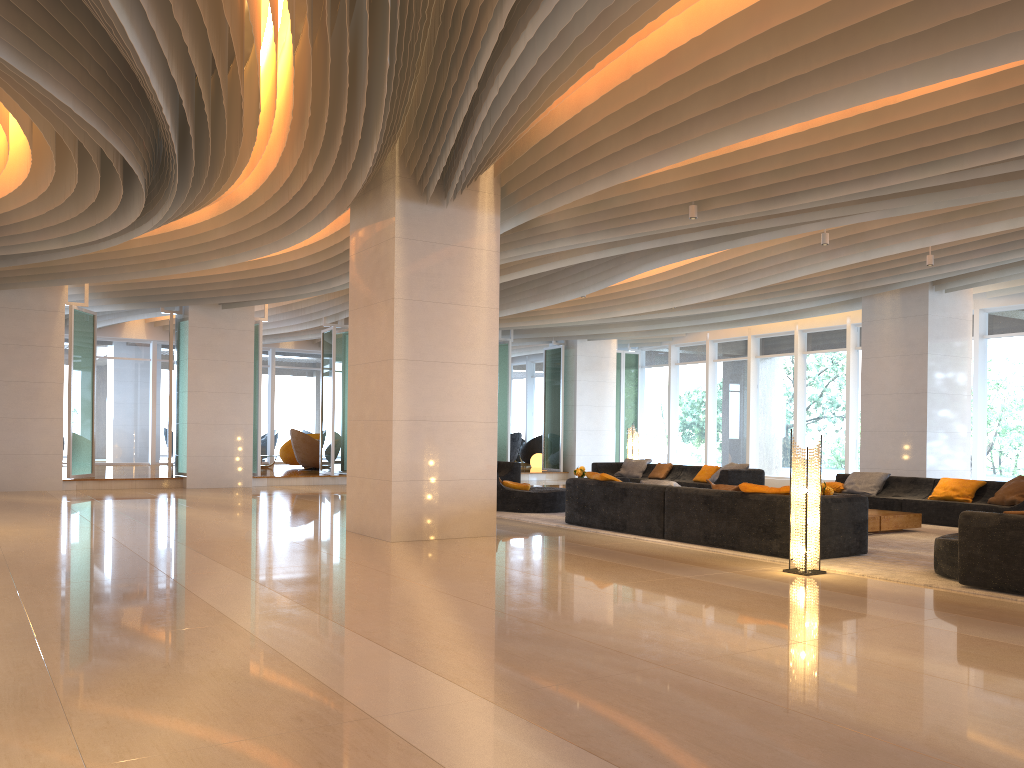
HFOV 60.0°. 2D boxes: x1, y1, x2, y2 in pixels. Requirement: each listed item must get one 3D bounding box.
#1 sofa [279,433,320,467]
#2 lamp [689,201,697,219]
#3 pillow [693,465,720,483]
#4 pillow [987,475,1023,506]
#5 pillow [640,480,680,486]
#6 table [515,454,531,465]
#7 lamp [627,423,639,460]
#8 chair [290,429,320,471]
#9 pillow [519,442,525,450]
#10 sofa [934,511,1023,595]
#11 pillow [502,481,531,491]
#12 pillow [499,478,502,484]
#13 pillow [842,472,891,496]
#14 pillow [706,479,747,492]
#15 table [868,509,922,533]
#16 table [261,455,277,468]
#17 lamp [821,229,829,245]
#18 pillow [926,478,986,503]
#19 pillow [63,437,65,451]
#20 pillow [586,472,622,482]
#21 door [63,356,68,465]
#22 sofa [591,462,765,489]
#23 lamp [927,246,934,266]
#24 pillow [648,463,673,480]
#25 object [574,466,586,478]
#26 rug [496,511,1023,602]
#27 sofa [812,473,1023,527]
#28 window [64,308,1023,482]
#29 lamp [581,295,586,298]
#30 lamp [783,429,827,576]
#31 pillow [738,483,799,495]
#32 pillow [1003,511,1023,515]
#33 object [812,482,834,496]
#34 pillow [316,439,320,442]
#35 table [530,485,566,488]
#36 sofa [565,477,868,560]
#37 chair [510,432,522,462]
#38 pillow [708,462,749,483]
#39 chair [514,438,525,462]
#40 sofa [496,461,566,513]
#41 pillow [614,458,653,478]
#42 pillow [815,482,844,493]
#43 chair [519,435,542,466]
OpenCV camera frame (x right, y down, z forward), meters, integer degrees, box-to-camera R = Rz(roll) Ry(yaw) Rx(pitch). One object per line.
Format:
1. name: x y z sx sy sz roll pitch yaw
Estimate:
1. sofa: -4.965 1.772 23.765 2.608 0.900 1.091 3 -3 -43
2. lamp: 1.986 -2.557 9.674 0.090 1.505 0.087 1 0 -42
3. pillow: 3.465 1.602 15.820 0.327 0.312 0.401 2 -2 -30
4. pillow: 6.418 1.344 11.155 0.551 0.377 0.635 1 -2 -10
5. pillow: 1.757 1.277 10.025 0.427 0.377 0.578 2 -3 -30
6. table: 0.481 2.356 27.629 1.095 0.318 0.807 2 -3 -26
7. lamp: 2.548 1.497 18.683 0.254 1.450 0.246 1 0 -33
8. chair: -4.805 1.595 21.565 1.152 1.005 1.499 2 -2 -25
9. pillow: 0.207 1.974 28.635 0.505 0.408 0.462 1 -2 -5
10. sofa: 4.207 1.248 6.588 1.377 0.576 2.218 3 -4 -32
11. pillow: 0.067 1.491 13.052 0.410 0.136 0.417 1 -3 1
12. pillow: -0.297 1.390 13.182 0.334 0.311 0.417 2 -2 -31
13. pillow: 5.155 1.494 13.002 0.469 0.416 0.654 2 -3 -32
14. pillow: 2.303 1.196 9.158 0.451 0.409 0.592 2 -2 -30
15. table: 3.844 1.673 10.931 1.627 0.220 1.576 3 -4 -33
16. table: -6.483 1.966 22.422 1.095 0.318 0.807 2 -3 -26
17. lamp: 3.854 -2.463 10.894 0.088 1.505 0.090 1 0 30
18. pillow: 5.901 1.454 11.820 0.457 0.394 0.627 2 -3 -33
19. pillow: -9.493 1.280 17.135 1.544 1.005 1.118 2 -2 -35
20. pillow: 1.224 1.252 10.734 0.551 0.377 0.635 1 -2 -10
21. door: -11.699 0.669 22.542 1.483 2.770 0.059 1 0 -33
22. sofa: 2.953 1.793 16.403 0.957 0.582 3.719 2 -4 -32
23. lamp: 5.713 -2.370 12.097 0.090 1.505 0.087 1 0 -42
24. pillow: 2.822 1.653 16.843 0.327 0.312 0.401 2 -2 -35
25. object: 1.186 1.599 15.430 0.236 0.377 0.266 1 -1 0
26. rug: 3.674 1.799 11.201 5.604 0.022 15.971 3 -4 -32
27. sofa: 5.388 1.583 12.209 1.374 0.582 4.078 3 -4 -33
28. window: 6.241 0.223 15.232 53.782 3.218 22.453 -1 -3 22
29. lamp: 1.239 -2.245 15.263 0.088 1.505 0.090 1 0 12
30. lamp: 2.442 0.972 7.379 0.254 1.197 0.246 1 0 -33
31. pillow: 2.578 1.146 8.582 0.628 0.377 0.557 -1 -3 35
32. pillow: 3.934 1.073 6.392 0.403 0.391 0.596 2 -2 -30
33. object: 3.768 1.364 10.763 0.238 0.377 0.264 1 -1 -10
34. pillow: -4.662 1.459 21.273 0.610 0.454 0.480 -1 -2 39
35. table: 1.140 1.885 15.230 1.627 0.220 1.576 3 -4 -33
36. sofa: 2.014 1.397 9.733 0.957 0.582 3.719 2 -4 -32
37. chair: -0.321 1.879 25.497 1.119 1.005 1.542 0 -3 30
38. pillow: 3.748 1.553 15.401 0.551 0.377 0.635 1 -2 -10
39. chair: -0.114 2.053 28.463 1.535 1.005 1.124 2 -2 -20
40. sofa: -0.177 1.639 15.042 2.872 0.653 5.010 3 -4 -32
41. pillow: 2.394 1.660 17.554 0.628 0.377 0.557 -1 -3 35
42. pillow: 4.790 1.566 13.377 0.443 0.192 0.594 0 -3 22
43. chair: 0.947 1.968 26.753 1.542 1.005 1.119 2 -2 -30
